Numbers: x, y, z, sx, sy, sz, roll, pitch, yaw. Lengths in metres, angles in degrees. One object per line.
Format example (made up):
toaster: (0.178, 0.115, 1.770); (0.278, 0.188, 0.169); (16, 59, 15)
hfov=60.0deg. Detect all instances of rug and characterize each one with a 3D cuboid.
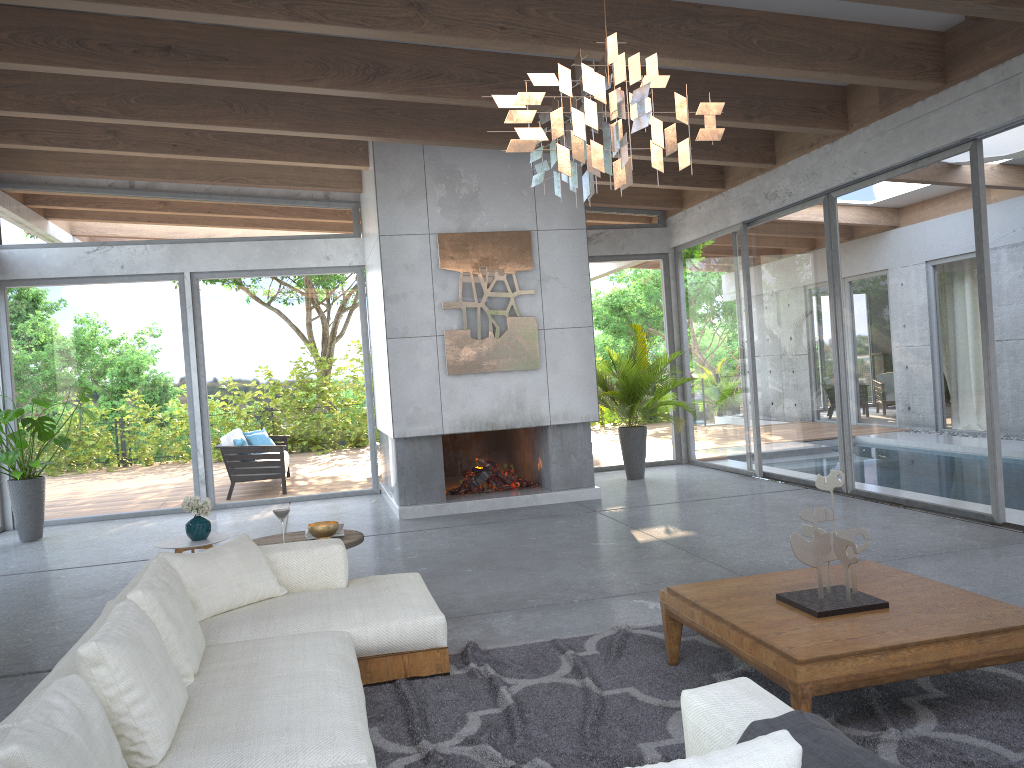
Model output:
rug: (0.737, 1.202, 3.377); (3.186, 0.056, 2.187); (-4, 1, -13)

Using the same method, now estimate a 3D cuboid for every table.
table: (1.286, 1.017, 3.445); (1.048, 0.352, 1.112); (-4, 1, -13)
table: (-1.200, 1.121, 5.085); (0.725, 0.441, 0.725); (-3, 1, 39)

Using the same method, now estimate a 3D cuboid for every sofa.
sofa: (-0.499, 1.018, 2.940); (1.965, 0.777, 3.733); (-4, 1, -13)

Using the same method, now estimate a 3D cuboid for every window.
window: (1.133, -0.665, 3.118); (14.294, 3.764, 23.280); (-4, 1, -13)

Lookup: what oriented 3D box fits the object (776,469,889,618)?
object: (1.225, 0.585, 3.456); (0.346, 0.518, 0.379); (-4, 1, -13)

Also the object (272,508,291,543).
object: (-1.263, 0.800, 4.889); (0.099, 0.212, 0.099); (-4, 1, 18)

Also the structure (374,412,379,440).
structure: (-4.439, 1.163, 10.652); (15.587, 3.022, 31.708); (-4, 1, 28)

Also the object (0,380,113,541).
object: (-4.816, 0.751, 8.739); (1.416, 1.540, 1.731); (-4, 1, 6)

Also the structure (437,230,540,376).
structure: (-0.220, -0.787, 8.535); (0.919, 1.351, 0.041); (-4, 1, -13)

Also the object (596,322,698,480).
object: (1.363, 0.175, 10.150); (1.484, 1.819, 1.798); (-4, 1, -6)

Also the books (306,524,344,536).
books: (-1.110, 0.869, 5.283); (0.205, 0.012, 0.290); (-4, 1, -8)

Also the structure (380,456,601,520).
structure: (-0.354, 0.925, 9.655); (2.012, 0.595, 2.203); (-4, 1, -13)

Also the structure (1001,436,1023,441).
structure: (7.560, 0.707, 6.750); (0.477, 0.068, 13.673); (-4, 1, -13)

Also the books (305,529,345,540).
books: (-1.117, 0.883, 5.284); (0.220, 0.015, 0.303); (-4, 1, -13)

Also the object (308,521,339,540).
object: (-1.071, 0.843, 5.047); (0.173, 0.097, 0.173); (-5, 1, -34)

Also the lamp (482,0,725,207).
lamp: (0.191, -1.332, 3.093); (0.862, 1.400, 0.636); (-3, 1, 34)

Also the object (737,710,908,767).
object: (0.557, 1.073, 1.698); (0.857, 0.704, 0.472); (-4, 1, -16)
